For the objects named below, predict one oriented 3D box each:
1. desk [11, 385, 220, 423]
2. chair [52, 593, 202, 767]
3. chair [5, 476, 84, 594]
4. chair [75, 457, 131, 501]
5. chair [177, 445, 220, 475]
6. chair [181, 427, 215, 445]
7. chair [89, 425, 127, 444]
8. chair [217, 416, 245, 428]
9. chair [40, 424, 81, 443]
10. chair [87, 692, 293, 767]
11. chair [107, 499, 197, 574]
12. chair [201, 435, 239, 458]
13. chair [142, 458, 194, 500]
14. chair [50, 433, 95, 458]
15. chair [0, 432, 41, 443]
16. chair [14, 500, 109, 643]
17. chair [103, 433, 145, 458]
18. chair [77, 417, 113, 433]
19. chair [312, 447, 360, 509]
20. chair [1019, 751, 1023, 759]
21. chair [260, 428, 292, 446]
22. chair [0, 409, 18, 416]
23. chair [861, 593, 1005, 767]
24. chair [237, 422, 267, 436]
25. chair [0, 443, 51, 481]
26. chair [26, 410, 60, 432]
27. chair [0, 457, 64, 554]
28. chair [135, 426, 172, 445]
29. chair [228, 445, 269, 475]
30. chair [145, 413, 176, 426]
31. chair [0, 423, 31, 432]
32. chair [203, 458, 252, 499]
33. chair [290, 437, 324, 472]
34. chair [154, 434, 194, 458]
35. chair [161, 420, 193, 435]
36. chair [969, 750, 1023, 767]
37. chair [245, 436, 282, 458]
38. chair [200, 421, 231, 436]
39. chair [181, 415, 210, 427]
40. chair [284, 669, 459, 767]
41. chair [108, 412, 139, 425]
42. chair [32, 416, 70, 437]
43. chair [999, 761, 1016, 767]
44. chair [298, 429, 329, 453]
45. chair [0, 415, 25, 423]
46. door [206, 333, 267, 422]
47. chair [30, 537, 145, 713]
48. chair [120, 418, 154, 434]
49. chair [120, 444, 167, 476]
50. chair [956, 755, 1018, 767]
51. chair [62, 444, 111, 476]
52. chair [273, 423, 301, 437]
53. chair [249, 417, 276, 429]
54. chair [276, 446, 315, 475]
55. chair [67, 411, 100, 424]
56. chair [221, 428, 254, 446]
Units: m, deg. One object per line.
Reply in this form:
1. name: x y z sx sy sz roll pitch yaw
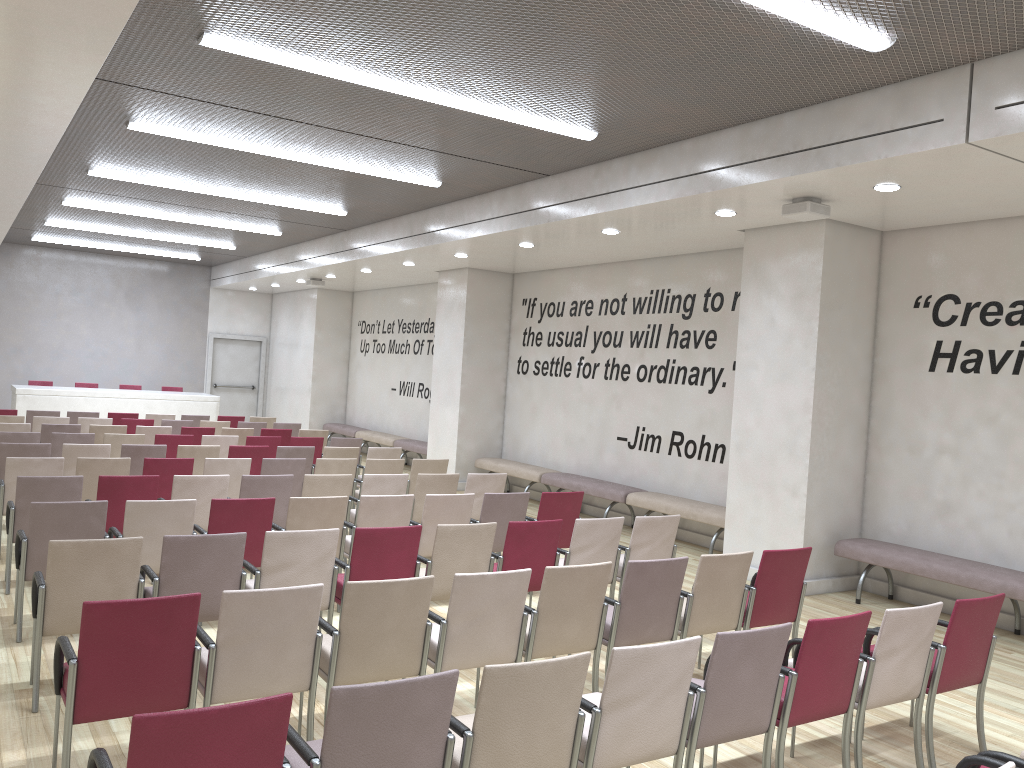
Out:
1. desk: -7.892 0.654 17.692 3.652 1.042 1.456 3 1 -33
2. chair: -1.659 1.283 3.797 0.513 0.890 0.640 3 1 -33
3. chair: -3.646 1.121 6.911 0.513 0.890 0.640 3 1 -32
4. chair: -3.852 1.093 8.230 0.513 0.890 0.640 3 1 -33
5. chair: -3.570 1.095 9.860 0.513 0.890 0.640 3 1 -32
6. chair: -4.424 1.014 12.234 0.513 0.890 0.640 3 1 -34
7. chair: -5.371 0.958 11.643 0.513 0.890 0.640 3 1 -33
8. chair: -4.820 0.960 14.901 0.513 0.890 0.640 3 1 -33
9. chair: -5.821 0.932 11.342 0.513 0.890 0.640 3 1 -33
10. chair: -1.023 1.336 2.761 0.513 0.890 0.640 3 1 -33
11. chair: -2.516 1.202 6.162 0.513 0.890 0.640 3 1 -32
12. chair: -3.780 1.067 11.197 0.513 0.890 0.640 3 1 -33
13. chair: -3.381 1.121 8.528 0.513 0.890 0.640 3 1 -33
14. chair: -5.160 0.986 10.312 0.513 0.890 0.640 3 1 -33
15. chair: -5.630 0.959 10.018 0.513 0.890 0.640 3 1 -33
16. chair: -2.991 1.174 5.876 0.513 0.890 0.640 3 1 -33
17. chair: -4.704 1.013 10.604 0.513 0.890 0.640 3 1 -33
18. chair: -6.027 0.905 12.684 0.513 0.890 0.640 3 1 -33
19. chair: -2.196 1.175 10.745 0.513 0.890 0.640 3 1 -33
20. chair: 2.434 1.553 3.498 0.513 0.890 0.640 3 1 -32
21. chair: -3.520 1.067 12.826 0.513 0.890 0.640 3 1 -33
22. chair: -7.611 0.797 13.117 0.513 0.890 0.640 3 1 -33
23. chair: 2.240 1.527 4.826 0.513 0.890 0.640 3 1 -33
24. chair: -4.161 1.014 13.860 0.513 0.890 0.640 3 1 -32
25. chair: -4.967 1.013 8.986 0.513 0.890 0.640 3 1 -32
26. chair: -7.139 0.824 13.420 0.513 0.890 0.640 3 1 -32
27. chair: -4.310 1.067 7.938 0.513 0.890 0.640 3 1 -32
28. chair: -4.893 0.987 11.935 0.513 0.890 0.640 3 1 -32
29. chair: -3.122 1.121 10.169 0.513 0.890 0.640 3 1 -33
30. chair: -5.750 0.906 14.316 0.513 0.890 0.640 3 1 -32
31. chair: -6.288 0.905 11.042 0.513 0.890 0.640 3 1 -32
32. chair: -2.929 1.147 8.832 0.513 0.890 0.640 3 1 -33
33. chair: -2.845 1.122 11.797 0.513 0.890 0.640 3 1 -33
34. chair: -4.240 1.040 10.912 0.513 0.890 0.640 3 1 -33
35. chair: -5.089 0.960 13.270 0.513 0.890 0.640 3 1 -32
36. chair: 1.973 1.526 3.202 0.513 0.890 0.640 3 1 -32
37. chair: -3.318 1.094 11.483 0.513 0.890 0.640 3 1 -32
38. chair: -4.639 0.986 13.571 0.513 0.890 0.640 3 1 -33
39. chair: -5.294 0.933 14.596 0.513 0.890 0.640 3 1 -32
40. chair: -0.546 1.363 3.065 0.513 0.890 0.640 3 1 -33
41. chair: -6.216 0.878 14.014 0.513 0.890 0.640 3 1 -33
42. chair: -6.480 0.878 12.380 0.513 0.890 0.640 3 1 -32
43. chair: 1.031 1.471 2.606 0.513 0.890 0.640 3 1 -32
44. chair: -3.056 1.094 13.119 0.513 0.890 0.640 3 1 -33
45. chair: -6.948 0.851 12.094 0.513 0.890 0.640 3 1 -33
46. door: -6.858 -0.004 21.931 1.400 2.400 0.200 3 1 -33
47. chair: -2.322 1.229 4.835 0.513 0.890 0.640 3 1 -32
48. chair: -5.558 0.932 12.988 0.513 0.890 0.640 3 1 -32
49. chair: -4.038 1.067 9.563 0.513 0.890 0.640 3 1 -32
50. chair: 1.502 1.499 2.897 0.513 0.890 0.640 3 1 -33
51. chair: -4.500 1.040 9.266 0.513 0.890 0.640 3 1 -32
52. chair: -3.698 1.041 14.154 0.513 0.890 0.640 3 1 -32
53. chair: -4.369 0.987 15.184 0.513 0.890 0.640 3 1 -32
54. chair: -2.665 1.148 10.455 0.513 0.890 0.640 3 1 -33
55. chair: -6.689 0.851 13.722 0.513 0.890 0.640 3 1 -32
56. chair: -3.979 1.040 12.531 0.513 0.890 0.640 3 1 -33
